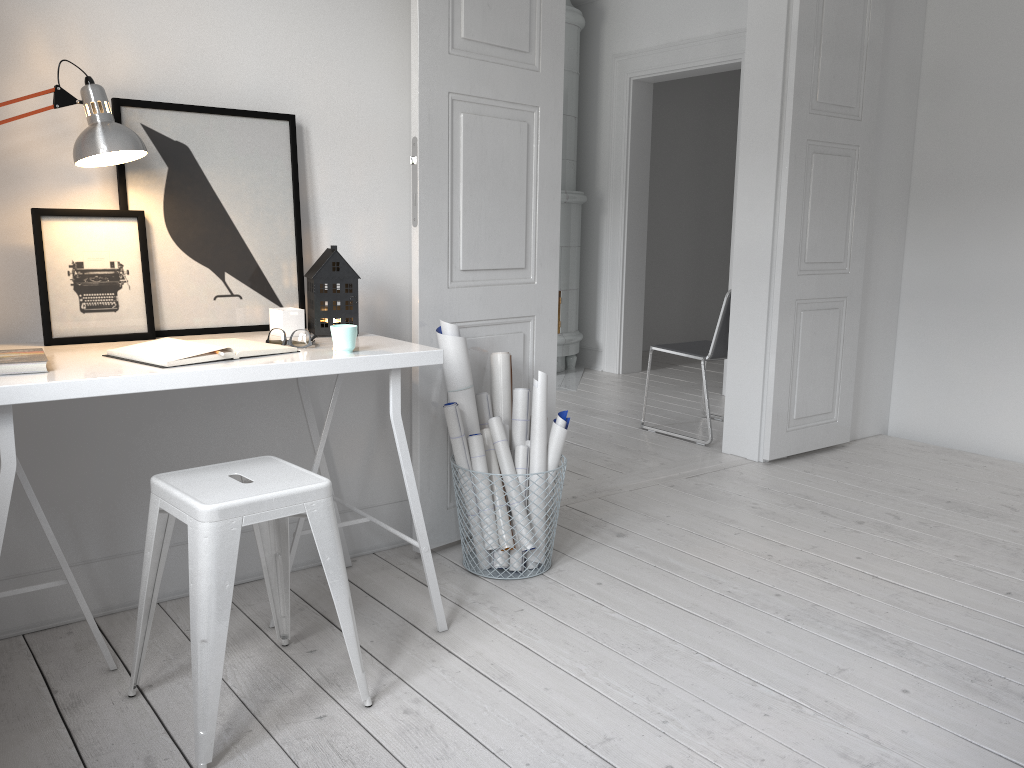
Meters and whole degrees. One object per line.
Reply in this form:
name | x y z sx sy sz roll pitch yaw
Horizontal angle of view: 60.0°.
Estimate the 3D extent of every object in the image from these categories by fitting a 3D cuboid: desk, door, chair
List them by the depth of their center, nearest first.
chair | -0.600 0.465 1.994 0.407 0.527 0.409 -8 13 -42
desk | -0.802 0.298 2.219 1.163 0.776 0.641 -7 12 -37
door | -0.071 -0.630 2.950 0.034 2.325 0.678 10 14 43
door | 1.475 -0.820 4.162 0.666 2.325 0.034 -7 12 -37
chair | 1.078 -0.136 4.788 0.562 0.797 0.525 -7 12 -37

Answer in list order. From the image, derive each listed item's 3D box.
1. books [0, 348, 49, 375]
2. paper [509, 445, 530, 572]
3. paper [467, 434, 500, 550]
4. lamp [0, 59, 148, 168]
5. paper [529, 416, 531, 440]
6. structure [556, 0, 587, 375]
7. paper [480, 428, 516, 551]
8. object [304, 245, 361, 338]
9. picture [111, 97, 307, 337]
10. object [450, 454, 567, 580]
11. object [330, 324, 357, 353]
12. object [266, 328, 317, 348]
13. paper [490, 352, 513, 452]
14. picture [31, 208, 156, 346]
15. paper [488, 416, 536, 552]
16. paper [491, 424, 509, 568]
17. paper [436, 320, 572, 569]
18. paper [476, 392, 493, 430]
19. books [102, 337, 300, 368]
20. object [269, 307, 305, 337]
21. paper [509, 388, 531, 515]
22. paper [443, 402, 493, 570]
books | -1.054 -0.046 1.845 0.149 0.024 0.207 -5 12 -30
paper | 0.019 0.390 2.867 0.078 0.389 0.234 0 10 -7
paper | -0.089 0.337 2.774 0.129 0.360 0.047 10 13 41
lamp | -1.114 -0.370 2.018 0.568 0.745 0.164 -8 13 -41
paper | 0.072 0.334 2.973 0.057 0.464 0.123 5 11 24
structure | 0.168 -1.464 6.621 0.788 2.741 0.788 8 12 35
paper | -0.049 0.333 2.824 0.047 0.358 0.239 -3 11 -23
object | -0.500 -0.261 2.468 0.135 0.248 0.135 -3 11 -21
picture | -0.816 -0.447 2.442 0.493 0.614 0.062 -7 12 -37
object | -0.013 0.411 2.872 0.375 0.350 0.374 -6 12 -35
object | -0.399 -0.109 2.150 0.082 0.065 0.064 -7 13 -38
object | -0.534 -0.118 2.243 0.114 0.047 0.133 9 13 40
paper | -0.028 0.228 2.985 0.073 0.669 0.181 -2 10 -15
picture | -1.052 -0.272 2.240 0.261 0.333 0.062 -7 12 -37
paper | -0.001 0.316 2.822 0.049 0.403 0.244 -6 12 -34
paper | -0.037 0.358 2.856 0.054 0.431 0.253 1 10 -2
paper | -0.026 0.187 2.857 0.431 0.793 0.181 2 10 5
paper | -0.059 0.303 2.931 0.047 0.541 0.200 -6 12 -33
books | -0.711 -0.083 2.072 0.291 0.029 0.358 9 13 38
object | -0.621 -0.171 2.447 0.065 0.073 0.078 -8 13 -41
paper | 0.023 0.291 2.942 0.060 0.553 0.153 2 10 8
paper | -0.135 0.323 2.786 0.166 0.546 0.046 -1 10 -14
